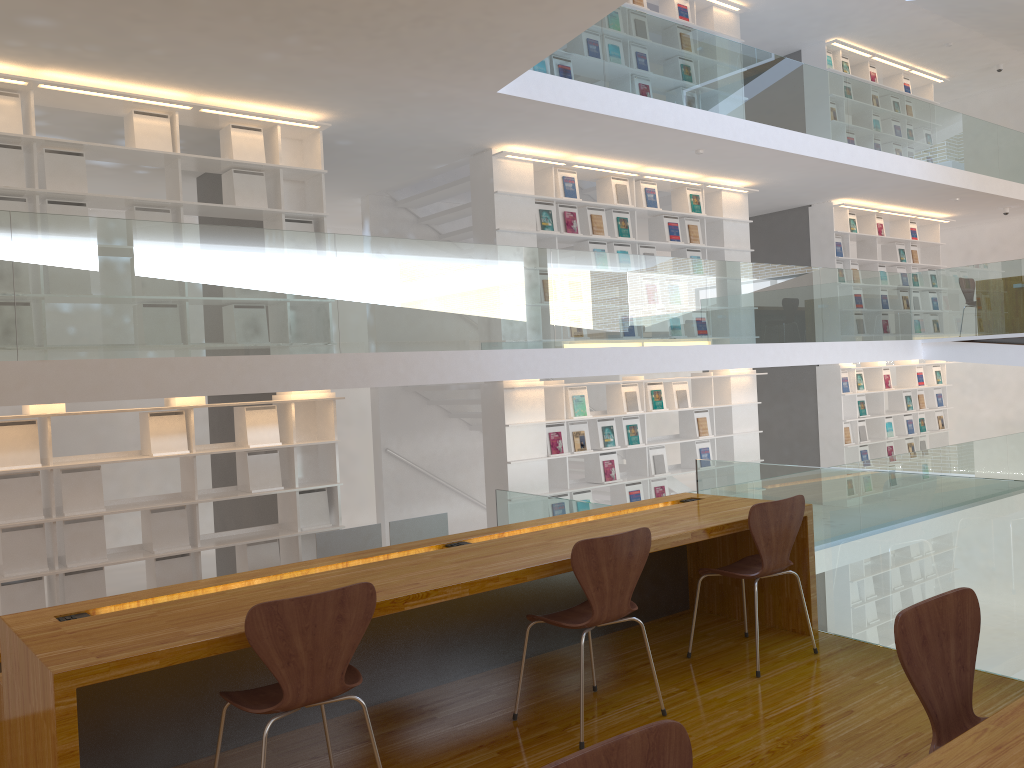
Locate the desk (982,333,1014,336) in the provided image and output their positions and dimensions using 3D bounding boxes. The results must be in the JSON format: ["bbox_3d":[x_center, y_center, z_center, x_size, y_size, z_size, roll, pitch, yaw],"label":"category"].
[{"bbox_3d":[6.574,-0.903,10.405,3.194,0.606,0.760,-3,1,-39],"label":"desk"}]

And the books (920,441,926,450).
[{"bbox_3d":[5.845,0.915,12.597,0.145,0.210,0.037,-3,1,-39],"label":"books"}]

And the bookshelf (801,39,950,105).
[{"bbox_3d":[5.096,-3.510,12.188,2.984,1.836,0.498,-3,1,-39],"label":"bookshelf"}]

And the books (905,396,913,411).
[{"bbox_3d":[5.548,0.268,12.385,0.145,0.210,0.037,-3,1,-39],"label":"books"}]

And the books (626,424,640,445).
[{"bbox_3d":[1.208,0.511,8.839,0.145,0.210,0.037,-3,1,-39],"label":"books"}]

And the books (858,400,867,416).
[{"bbox_3d":[4.589,0.324,11.617,0.145,0.210,0.037,-3,1,-39],"label":"books"}]

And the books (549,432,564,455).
[{"bbox_3d":[0.409,0.550,8.206,0.145,0.210,0.037,-3,1,-39],"label":"books"}]

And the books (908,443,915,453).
[{"bbox_3d":[5.585,0.929,12.390,0.145,0.210,0.037,-3,1,-39],"label":"books"}]

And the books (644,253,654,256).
[{"bbox_3d":[1.411,-1.232,9.055,0.145,0.210,0.037,-3,1,-39],"label":"books"}]

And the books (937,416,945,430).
[{"bbox_3d":[6.263,0.572,12.940,0.145,0.210,0.037,-3,1,-39],"label":"books"}]

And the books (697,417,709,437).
[{"bbox_3d":[2.047,0.465,9.512,0.145,0.210,0.037,-3,1,-39],"label":"books"}]

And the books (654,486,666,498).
[{"bbox_3d":[1.522,1.153,9.072,0.145,0.210,0.037,-3,1,-39],"label":"books"}]

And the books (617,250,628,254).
[{"bbox_3d":[1.112,-1.223,8.821,0.145,0.210,0.037,-3,1,-39],"label":"books"}]

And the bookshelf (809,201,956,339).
[{"bbox_3d":[5.195,-1.466,12.203,2.984,1.836,0.498,-3,1,-39],"label":"bookshelf"}]

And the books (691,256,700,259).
[{"bbox_3d":[1.979,-1.268,9.508,0.145,0.210,0.037,-3,1,-39],"label":"books"}]

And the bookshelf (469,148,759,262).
[{"bbox_3d":[1.238,-1.250,9.051,3.666,1.836,0.498,-3,1,-39],"label":"bookshelf"}]

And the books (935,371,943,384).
[{"bbox_3d":[6.226,-0.089,12.936,0.145,0.210,0.037,-3,1,-39],"label":"books"}]

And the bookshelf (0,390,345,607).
[{"bbox_3d":[-2.539,1.019,5.969,2.984,1.836,0.498,-3,1,-39],"label":"bookshelf"}]

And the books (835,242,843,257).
[{"bbox_3d":[4.186,-1.713,11.360,0.145,0.210,0.037,-3,1,-39],"label":"books"}]

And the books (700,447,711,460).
[{"bbox_3d":[2.078,0.792,9.522,0.145,0.210,0.037,-3,1,-39],"label":"books"}]

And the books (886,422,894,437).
[{"bbox_3d":[5.128,0.622,12.040,0.145,0.210,0.037,-3,1,-39],"label":"books"}]

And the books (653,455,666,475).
[{"bbox_3d":[1.509,0.832,9.068,0.145,0.210,0.037,-3,1,-39],"label":"books"}]

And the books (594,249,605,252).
[{"bbox_3d":[0.860,-1.207,8.616,0.145,0.210,0.037,-3,1,-39],"label":"books"}]

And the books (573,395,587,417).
[{"bbox_3d":[0.642,0.211,8.397,0.145,0.210,0.037,-3,1,-39],"label":"books"}]

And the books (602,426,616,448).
[{"bbox_3d":[0.941,0.514,8.632,0.145,0.210,0.037,-3,1,-39],"label":"books"}]

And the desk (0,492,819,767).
[{"bbox_3d":[-0.210,1.096,3.631,3.236,0.918,1.285,-3,1,-39],"label":"desk"}]

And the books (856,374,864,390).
[{"bbox_3d":[4.552,-0.029,11.602,0.145,0.210,0.037,-3,1,-39],"label":"books"}]

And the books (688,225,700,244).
[{"bbox_3d":[1.949,-1.599,9.499,0.145,0.210,0.037,-3,1,-39],"label":"books"}]

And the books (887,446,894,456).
[{"bbox_3d":[5.144,0.949,12.042,0.145,0.210,0.037,-3,1,-39],"label":"books"}]

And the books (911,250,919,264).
[{"bbox_3d":[5.722,-1.796,12.589,0.145,0.210,0.037,-3,1,-39],"label":"books"}]

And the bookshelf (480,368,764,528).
[{"bbox_3d":[1.307,0.810,9.106,3.666,1.836,0.397,-3,1,-39],"label":"bookshelf"}]

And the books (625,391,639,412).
[{"bbox_3d":[1.197,0.181,8.841,0.145,0.210,0.037,-3,1,-39],"label":"books"}]

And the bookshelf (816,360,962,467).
[{"bbox_3d":[5.295,0.593,12.217,2.984,1.836,0.498,-3,1,-39],"label":"bookshelf"}]

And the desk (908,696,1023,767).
[{"bbox_3d":[1.282,0.883,1.440,3.185,0.606,0.760,-3,1,-39],"label":"desk"}]

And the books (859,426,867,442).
[{"bbox_3d":[4.594,0.656,11.609,0.145,0.210,0.037,-3,1,-39],"label":"books"}]

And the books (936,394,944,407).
[{"bbox_3d":[6.244,0.247,12.936,0.145,0.210,0.037,-3,1,-39],"label":"books"}]

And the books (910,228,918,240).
[{"bbox_3d":[5.707,-2.110,12.587,0.145,0.210,0.037,-3,1,-39],"label":"books"}]

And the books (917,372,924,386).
[{"bbox_3d":[5.807,-0.061,12.601,0.145,0.210,0.037,-3,1,-39],"label":"books"}]

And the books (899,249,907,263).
[{"bbox_3d":[5.448,-1.781,12.371,0.145,0.210,0.037,-3,1,-39],"label":"books"}]

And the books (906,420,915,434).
[{"bbox_3d":[5.566,0.605,12.385,0.145,0.210,0.037,-3,1,-39],"label":"books"}]

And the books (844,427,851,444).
[{"bbox_3d":[4.293,0.662,11.374,0.145,0.210,0.037,-3,1,-39],"label":"books"}]

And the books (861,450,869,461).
[{"bbox_3d":[4.628,0.974,11.627,0.145,0.210,0.037,-3,1,-39],"label":"books"}]

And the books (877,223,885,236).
[{"bbox_3d":[4.997,-2.071,12.020,0.145,0.210,0.037,-3,1,-39],"label":"books"}]

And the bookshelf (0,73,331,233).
[{"bbox_3d":[-2.639,-1.039,5.954,2.984,1.836,0.498,-3,1,-39],"label":"bookshelf"}]

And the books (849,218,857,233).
[{"bbox_3d":[4.459,-2.058,11.592,0.145,0.210,0.037,-3,1,-39],"label":"books"}]

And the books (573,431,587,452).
[{"bbox_3d":[0.643,0.553,8.403,0.145,0.210,0.037,-3,1,-39],"label":"books"}]

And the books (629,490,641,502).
[{"bbox_3d":[1.234,1.168,8.843,0.145,0.210,0.037,-3,1,-39],"label":"books"}]

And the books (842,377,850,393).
[{"bbox_3d":[4.276,0.020,11.377,0.145,0.210,0.037,-3,1,-39],"label":"books"}]

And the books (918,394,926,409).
[{"bbox_3d":[5.822,0.254,12.604,0.145,0.210,0.037,-3,1,-39],"label":"books"}]

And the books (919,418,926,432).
[{"bbox_3d":[5.829,0.590,12.594,0.145,0.210,0.037,-3,1,-39],"label":"books"}]

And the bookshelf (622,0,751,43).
[{"bbox_3d":[1.139,-3.294,9.036,3.666,1.836,0.498,-3,1,-39],"label":"bookshelf"}]

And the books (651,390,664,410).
[{"bbox_3d":[1.487,0.165,9.072,0.145,0.210,0.037,-3,1,-39],"label":"books"}]

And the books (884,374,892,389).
[{"bbox_3d":[5.097,-0.022,12.035,0.145,0.210,0.037,-3,1,-39],"label":"books"}]

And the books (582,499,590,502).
[{"bbox_3d":[0.693,1.207,8.406,0.145,0.210,0.037,-3,1,-39],"label":"books"}]

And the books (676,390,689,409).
[{"bbox_3d":[1.792,0.169,9.314,0.145,0.210,0.037,-3,1,-39],"label":"books"}]

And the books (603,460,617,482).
[{"bbox_3d":[0.950,0.848,8.627,0.145,0.210,0.037,-3,1,-39],"label":"books"}]
